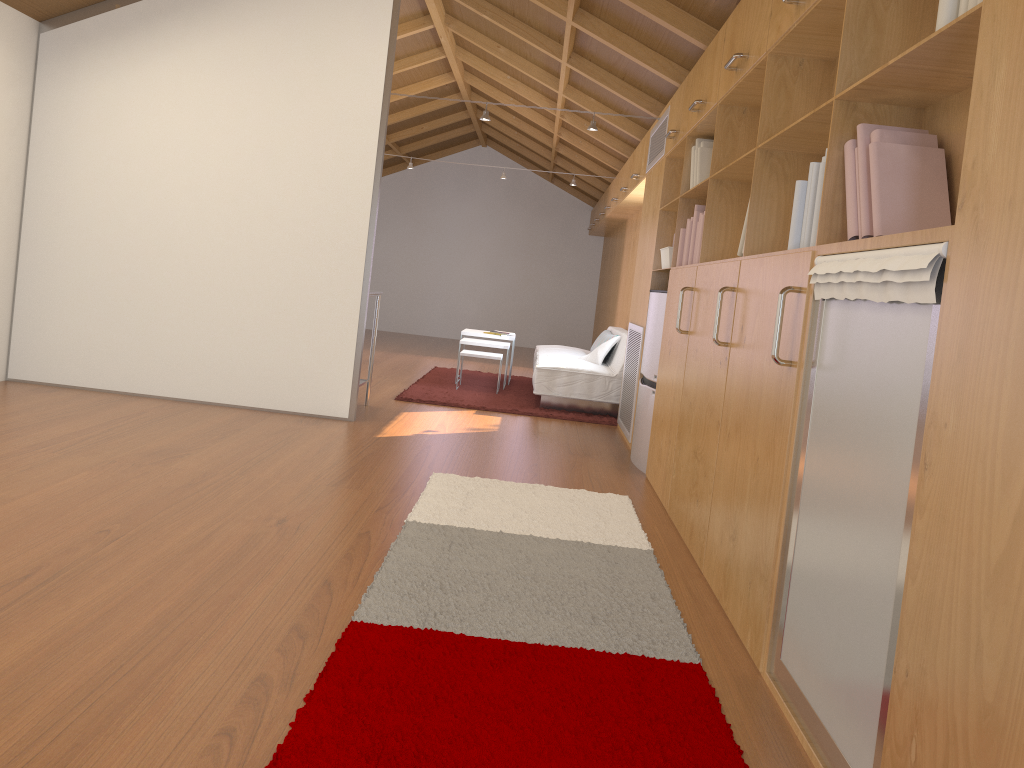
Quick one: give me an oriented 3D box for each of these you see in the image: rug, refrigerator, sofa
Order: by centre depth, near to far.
[{"bbox_3d":[0.033,0.681,2.278,0.917,0.011,3.739,7,6,1],"label":"rug"},{"bbox_3d":[0.866,-0.032,5.029,0.262,0.984,0.716,7,3,1],"label":"refrigerator"},{"bbox_3d":[0.130,0.089,7.623,1.885,0.020,2.492,7,6,1],"label":"rug"},{"bbox_3d":[0.621,-0.180,7.711,0.862,0.626,2.365,7,6,1],"label":"sofa"}]

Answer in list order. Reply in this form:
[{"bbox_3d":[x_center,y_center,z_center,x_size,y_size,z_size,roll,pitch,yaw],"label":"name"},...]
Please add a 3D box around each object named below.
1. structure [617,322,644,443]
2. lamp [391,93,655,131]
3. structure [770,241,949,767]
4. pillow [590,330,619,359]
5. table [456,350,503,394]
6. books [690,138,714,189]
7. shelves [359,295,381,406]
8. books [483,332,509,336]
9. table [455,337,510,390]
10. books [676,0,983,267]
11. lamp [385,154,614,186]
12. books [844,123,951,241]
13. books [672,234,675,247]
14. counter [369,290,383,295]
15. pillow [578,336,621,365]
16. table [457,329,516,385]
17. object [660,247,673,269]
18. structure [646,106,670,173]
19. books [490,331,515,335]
[{"bbox_3d":[0.786,-0.036,5.885,0.013,0.719,0.823,7,4,1],"label":"structure"},{"bbox_3d":[-0.929,-1.929,5.932,3.828,0.152,0.073,7,3,1],"label":"lamp"},{"bbox_3d":[0.825,0.259,1.870,0.316,1.075,0.728,7,3,1],"label":"structure"},{"bbox_3d":[0.826,-0.350,7.979,0.171,0.250,1.046,7,6,1],"label":"pillow"},{"bbox_3d":[-0.269,-0.105,7.432,0.342,0.307,0.371,7,5,1],"label":"table"},{"bbox_3d":[1.007,-1.100,4.480,0.176,0.295,0.280,7,4,1],"label":"books"},{"bbox_3d":[-1.976,-0.313,5.704,2.092,0.751,0.635,7,4,1],"label":"shelves"},{"bbox_3d":[-0.142,-0.458,8.129,0.194,0.016,0.152,10,7,31],"label":"books"},{"bbox_3d":[-0.253,-0.185,7.831,0.424,0.382,0.460,7,5,1],"label":"table"},{"bbox_3d":[0.937,-0.752,3.033,0.189,0.655,3.123,7,6,1],"label":"books"},{"bbox_3d":[-0.838,-2.277,9.121,3.828,0.152,0.073,7,3,1],"label":"lamp"},{"bbox_3d":[0.895,-0.466,2.069,0.176,0.295,0.280,7,4,1],"label":"books"},{"bbox_3d":[0.961,-0.729,4.892,0.150,0.192,0.089,7,3,1],"label":"books"},{"bbox_3d":[-1.931,-0.703,5.692,2.109,0.021,0.653,7,6,1],"label":"counter"},{"bbox_3d":[0.732,-0.293,7.358,0.266,0.251,0.348,4,6,-35],"label":"pillow"},{"bbox_3d":[-0.237,-0.263,8.291,0.485,0.437,0.527,7,5,1],"label":"table"},{"bbox_3d":[0.957,-0.701,5.018,0.203,0.122,0.351,7,6,1],"label":"object"},{"bbox_3d":[0.965,-1.602,5.858,0.013,0.299,0.907,7,6,1],"label":"structure"},{"bbox_3d":[-0.086,-0.475,8.196,0.194,0.016,0.153,9,7,21],"label":"books"}]
